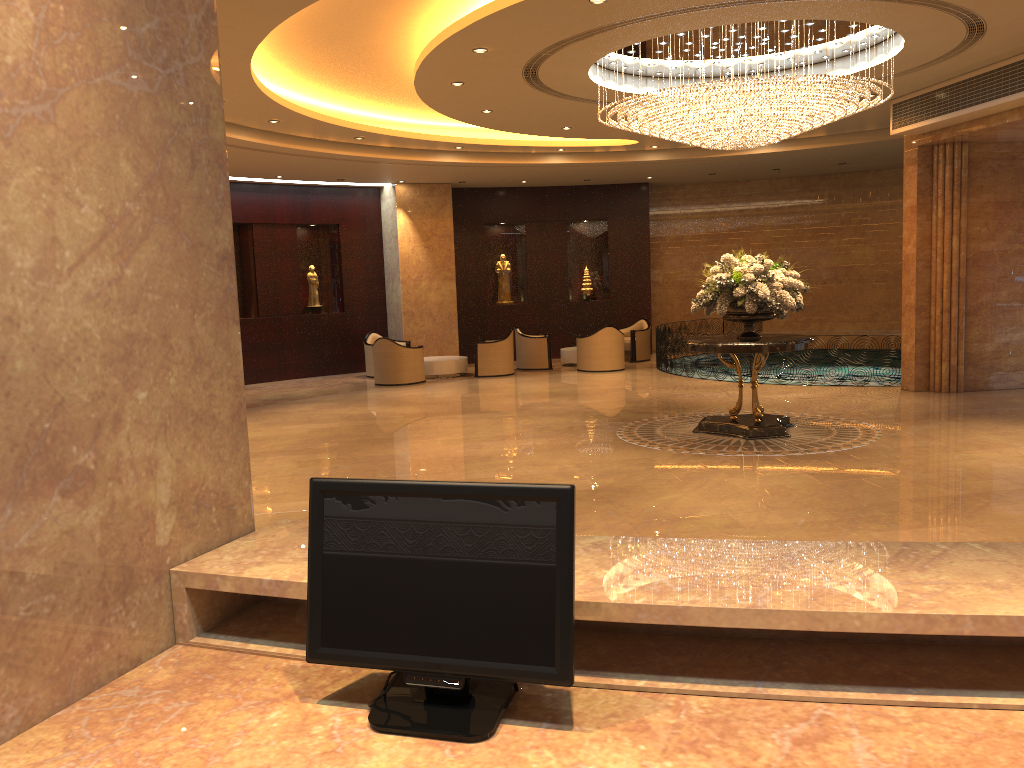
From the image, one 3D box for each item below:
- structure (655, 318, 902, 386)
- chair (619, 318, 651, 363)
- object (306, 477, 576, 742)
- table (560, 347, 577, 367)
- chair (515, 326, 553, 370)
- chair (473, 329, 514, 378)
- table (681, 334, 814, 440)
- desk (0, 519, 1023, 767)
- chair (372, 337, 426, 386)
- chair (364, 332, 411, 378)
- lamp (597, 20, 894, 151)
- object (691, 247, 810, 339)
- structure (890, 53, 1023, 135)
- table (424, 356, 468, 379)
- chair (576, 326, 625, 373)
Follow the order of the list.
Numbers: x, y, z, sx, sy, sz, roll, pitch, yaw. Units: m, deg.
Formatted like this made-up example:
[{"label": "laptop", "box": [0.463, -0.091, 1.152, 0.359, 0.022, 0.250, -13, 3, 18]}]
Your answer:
[{"label": "structure", "box": [4.777, -0.693, 17.726, 3.815, 0.995, 7.624, -1, 7, 9]}, {"label": "chair", "box": [2.655, -0.981, 19.648, 0.769, 0.916, 0.951, -7, 8, -34]}, {"label": "object", "box": [-0.156, 0.455, 1.879, 0.430, 0.500, 0.531, -7, 8, -37]}, {"label": "table", "box": [1.647, -0.594, 19.095, 1.196, 0.354, 1.196, 0, 7, 18]}, {"label": "chair", "box": [0.452, -0.785, 18.713, 0.769, 0.916, 0.951, -2, 7, 1]}, {"label": "chair", "box": [-0.339, -0.640, 17.732, 0.769, 0.916, 0.951, -2, 7, 6]}, {"label": "table", "box": [2.749, 0.003, 10.394, 1.493, 1.089, 1.493, -4, 7, -15]}, {"label": "desk", "box": [-1.017, 0.926, 3.499, 12.951, 1.155, 3.466, 1, 7, 25]}, {"label": "chair", "box": [-2.212, -0.459, 16.813, 0.951, 0.916, 0.769, 1, 7, 26]}, {"label": "chair", "box": [-2.639, -0.630, 18.423, 0.769, 0.916, 0.951, 4, 9, 41]}, {"label": "lamp", "box": [2.565, -3.257, 10.003, 3.206, 1.196, 3.204, 1, 8, 28]}, {"label": "object", "box": [2.732, -1.029, 10.247, 1.277, 0.999, 1.318, 0, 7, 22]}, {"label": "structure", "box": [5.881, -3.546, 10.539, 0.425, 0.483, 4.113, -3, 7, -9]}, {"label": "table", "box": [-1.490, -0.340, 17.967, 1.196, 0.354, 1.196, 0, 7, 18]}, {"label": "chair", "box": [1.818, -0.726, 17.745, 0.951, 0.916, 0.769, -4, 7, -14]}]
